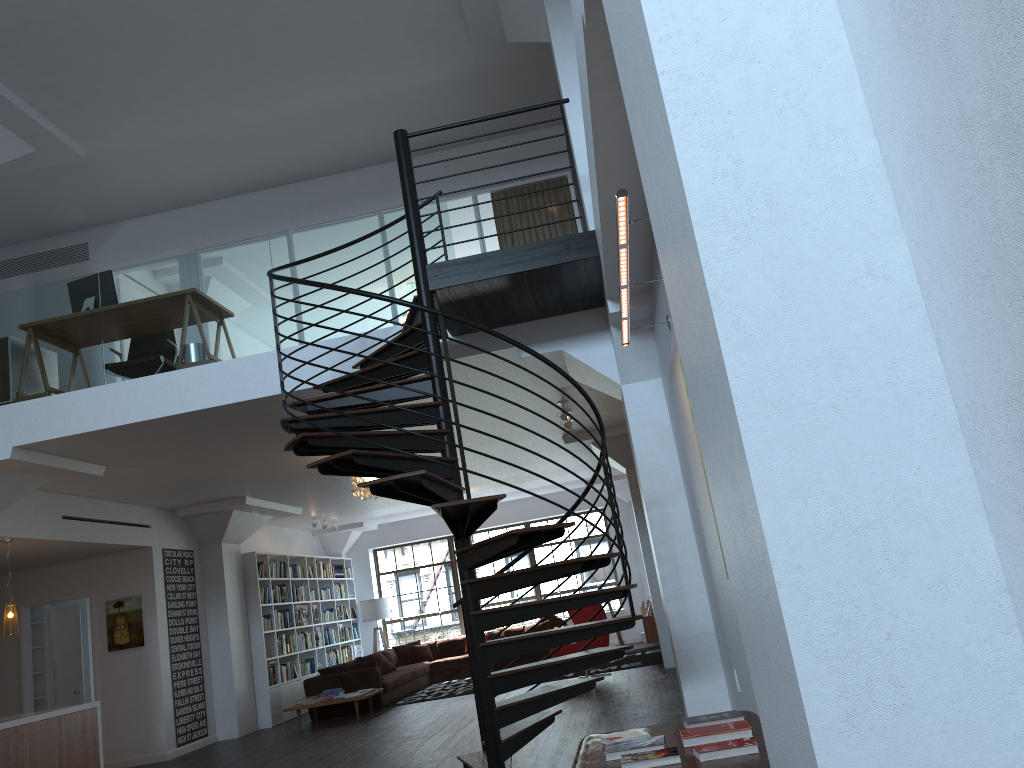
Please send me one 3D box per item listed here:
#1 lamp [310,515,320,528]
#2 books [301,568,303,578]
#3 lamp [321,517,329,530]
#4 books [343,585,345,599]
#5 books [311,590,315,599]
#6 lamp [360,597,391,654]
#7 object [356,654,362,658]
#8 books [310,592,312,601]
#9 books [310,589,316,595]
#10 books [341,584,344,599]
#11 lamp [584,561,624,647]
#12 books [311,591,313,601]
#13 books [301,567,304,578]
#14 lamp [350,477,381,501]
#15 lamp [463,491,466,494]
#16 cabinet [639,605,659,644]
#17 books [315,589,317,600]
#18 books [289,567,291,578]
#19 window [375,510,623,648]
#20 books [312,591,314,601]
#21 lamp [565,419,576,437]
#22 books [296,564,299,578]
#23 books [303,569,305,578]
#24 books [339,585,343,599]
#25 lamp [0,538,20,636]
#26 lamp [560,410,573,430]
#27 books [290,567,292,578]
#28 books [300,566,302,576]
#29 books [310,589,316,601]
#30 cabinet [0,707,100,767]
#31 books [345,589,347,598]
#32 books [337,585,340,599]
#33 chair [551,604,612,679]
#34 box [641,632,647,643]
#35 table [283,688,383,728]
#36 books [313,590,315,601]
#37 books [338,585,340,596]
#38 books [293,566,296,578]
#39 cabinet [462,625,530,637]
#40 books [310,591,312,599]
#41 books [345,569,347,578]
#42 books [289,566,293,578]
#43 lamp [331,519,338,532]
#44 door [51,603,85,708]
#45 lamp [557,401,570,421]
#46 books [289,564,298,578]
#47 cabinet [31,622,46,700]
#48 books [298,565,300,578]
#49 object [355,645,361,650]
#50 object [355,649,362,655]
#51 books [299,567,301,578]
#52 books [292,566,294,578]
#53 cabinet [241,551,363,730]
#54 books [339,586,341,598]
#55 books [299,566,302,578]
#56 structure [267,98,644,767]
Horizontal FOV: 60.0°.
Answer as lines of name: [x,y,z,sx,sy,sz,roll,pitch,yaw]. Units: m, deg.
lamp: [-3.230,2.251,14.499,0.111,0.211,0.120,-21,-17,38]
books: [-3.497,3.104,14.517,0.128,0.178,0.022,-11,-14,5]
lamp: [-3.164,2.358,14.989,0.120,0.211,0.111,0,-16,-34]
books: [-3.190,3.854,16.390,0.183,0.253,0.034,-11,-13,5]
books: [-3.374,3.557,14.870,0.128,0.178,0.021,-11,-14,5]
lamp: [-2.506,4.870,16.765,0.545,1.579,0.545,-8,-14,-6]
object: [-2.981,5.098,16.457,0.331,0.088,0.410,-11,-14,5]
books: [-3.388,3.537,14.724,0.110,0.153,0.018,-11,-14,5]
books: [-3.376,3.560,14.933,0.146,0.202,0.027,-11,-14,5]
books: [-3.197,3.829,16.295,0.180,0.259,0.060,-11,-13,5]
lamp: [1.697,4.028,16.274,0.545,1.579,0.545,-14,-14,16]
books: [-3.377,3.541,14.769,0.106,0.162,0.032,-11,-14,5]
books: [-3.500,3.113,14.565,0.134,0.184,0.030,-11,-14,5]
lamp: [-1.564,0.995,9.767,0.442,0.539,0.441,2,-18,-41]
lamp: [-0.902,2.071,14.668,0.442,0.539,0.441,2,-18,-41]
cabinet: [2.286,3.720,13.964,0.459,0.350,4.501,-11,-14,5]
books: [-3.364,3.564,14.958,0.146,0.202,0.027,-11,-14,5]
books: [-3.562,2.997,14.017,0.126,0.173,0.032,-11,-14,5]
window: [-0.321,3.812,17.331,4.648,1.905,0.114,-11,-14,5]
books: [-3.381,3.550,14.815,0.122,0.169,0.023,-11,-14,5]
lamp: [0.666,0.502,10.049,0.111,0.211,0.120,-21,-17,38]
books: [-3.536,3.044,14.346,0.158,0.226,0.052,-11,-14,5]
books: [-3.474,3.138,14.621,0.110,0.153,0.019,-11,-14,5]
books: [-3.200,3.813,16.213,0.183,0.253,0.034,-11,-13,5]
lamp: [-4.791,1.933,8.457,0.149,0.900,0.149,1,-17,-38]
lamp: [0.599,0.394,9.559,0.120,0.211,0.111,0,-16,-34]
books: [-3.559,3.000,14.044,0.128,0.178,0.021,-11,-14,5]
books: [-3.508,3.091,14.500,0.127,0.200,0.020,-11,-14,5]
books: [-3.374,3.557,14.900,0.139,0.191,0.036,-11,-14,5]
cabinet: [-4.671,3.110,6.330,0.898,0.796,4.493,-11,-14,5]
books: [-3.174,3.888,16.490,0.168,0.231,0.037,-11,-13,5]
books: [-3.223,3.779,16.057,0.183,0.253,0.034,-11,-13,5]
chair: [0.892,3.313,11.518,0.801,1.006,0.798,-18,-16,30]
box: [2.479,4.615,16.204,0.228,0.165,0.368,-11,-14,5]
table: [-2.333,4.302,11.731,1.100,0.271,0.853,-11,-14,5]
books: [-3.378,3.554,14.843,0.126,0.173,0.032,-11,-14,5]
books: [-3.219,3.793,16.100,0.171,0.246,0.057,-11,-13,5]
books: [-3.542,3.026,14.212,0.146,0.202,0.027,-11,-14,5]
cabinet: [-0.182,4.907,16.510,1.520,0.625,0.350,-11,-14,5]
books: [-3.388,3.535,14.744,0.120,0.167,0.020,-11,-14,5]
books: [-3.183,3.590,16.714,0.120,0.167,0.020,-11,-14,5]
books: [-3.559,3.000,14.074,0.139,0.191,0.036,-11,-14,5]
lamp: [-3.095,2.468,15.491,0.120,0.211,0.111,-5,-14,-20]
door: [-5.960,3.952,11.551,0.826,2.032,0.174,-11,-14,5]
lamp: [0.531,0.284,9.057,0.120,0.211,0.111,-5,-14,-20]
books: [-3.538,3.030,14.298,0.140,0.231,0.042,-11,-14,5]
cabinet: [-6.173,3.684,12.312,0.527,2.991,2.630,-11,-14,5]
books: [-3.526,3.051,14.393,0.140,0.231,0.042,-11,-14,5]
object: [-3.017,4.931,16.498,0.316,0.088,0.410,-11,-14,5]
object: [-2.996,5.013,16.477,0.331,0.088,0.410,-11,-14,5]
books: [-3.513,3.078,14.427,0.139,0.191,0.036,-11,-14,5]
books: [-3.549,3.007,14.132,0.146,0.202,0.027,-11,-14,5]
cabinet: [-3.421,4.080,14.656,0.461,2.414,4.500,-11,-14,5]
books: [-3.215,3.813,16.175,0.174,0.240,0.045,-11,-13,5]
books: [-3.511,3.085,14.467,0.136,0.196,0.045,-11,-14,5]
structure: [-0.410,0.355,5.600,1.998,4.352,1.998,-1,-16,-33]
